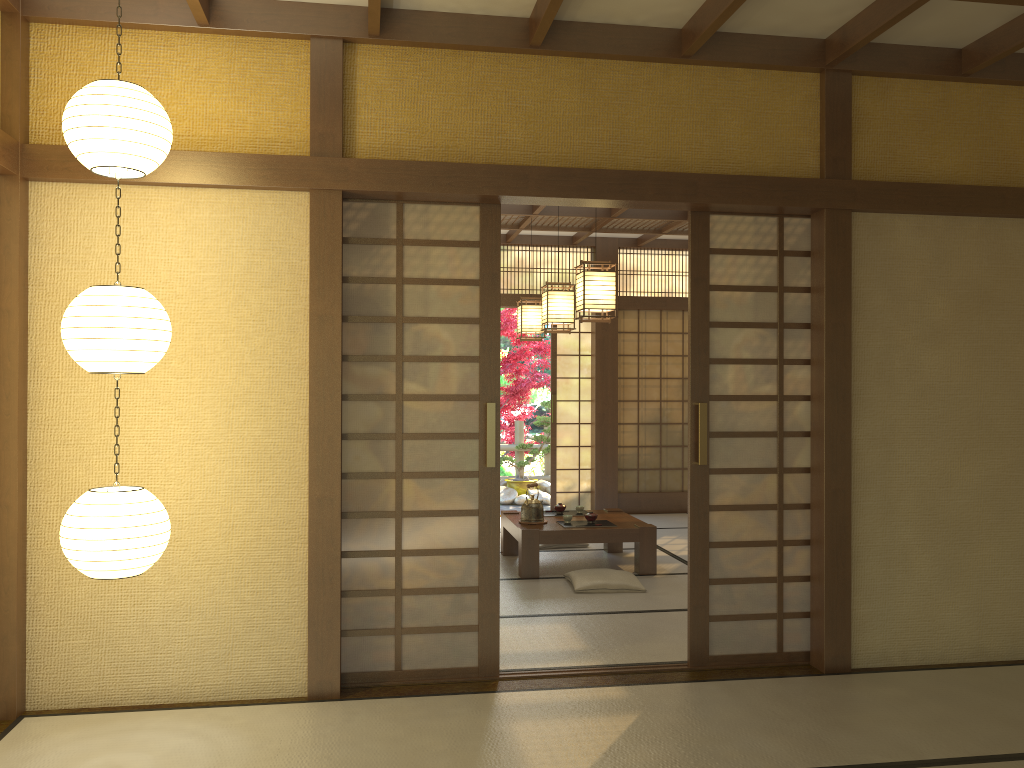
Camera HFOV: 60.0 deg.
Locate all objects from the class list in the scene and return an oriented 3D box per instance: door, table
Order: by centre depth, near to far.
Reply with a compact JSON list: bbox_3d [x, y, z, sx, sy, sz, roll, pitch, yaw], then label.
[{"bbox_3d":[-0.661,0.243,4.071,1.230,2.265,0.076,0,0,-9],"label":"door"},{"bbox_3d":[1.477,0.251,4.417,1.230,2.265,0.076,0,0,-9],"label":"door"},{"bbox_3d":[0.481,1.214,6.873,1.000,0.350,1.000,0,0,-9],"label":"table"},{"bbox_3d":[1.360,0.312,9.798,1.894,2.380,0.073,0,0,-9],"label":"door"}]

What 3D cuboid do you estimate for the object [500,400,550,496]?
[{"bbox_3d":[0.308,0.844,11.622,1.032,1.362,0.586,0,0,17],"label":"object"}]

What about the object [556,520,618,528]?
[{"bbox_3d":[0.554,1.044,6.620,0.400,0.007,0.300,0,0,-9],"label":"object"}]

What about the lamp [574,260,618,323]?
[{"bbox_3d":[0.547,-0.960,5.772,0.240,1.129,0.240,0,0,-9],"label":"lamp"}]

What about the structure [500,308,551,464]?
[{"bbox_3d":[-0.751,-0.333,12.940,3.412,4.004,3.045,0,0,23],"label":"structure"}]

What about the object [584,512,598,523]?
[{"bbox_3d":[0.592,0.998,6.638,0.100,0.080,0.100,0,0,-9],"label":"object"}]

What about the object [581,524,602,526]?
[{"bbox_3d":[0.563,1.036,6.503,0.200,0.008,0.008,0,0,-11],"label":"object"}]

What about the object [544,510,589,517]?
[{"bbox_3d":[0.429,1.047,7.174,0.400,0.007,0.300,0,0,-9],"label":"object"}]

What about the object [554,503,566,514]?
[{"bbox_3d":[0.387,1.000,7.139,0.100,0.080,0.100,0,0,-9],"label":"object"}]

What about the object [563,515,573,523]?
[{"bbox_3d":[0.418,1.015,6.661,0.074,0.052,0.073,0,0,34],"label":"object"}]

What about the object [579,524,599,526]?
[{"bbox_3d":[0.563,1.036,6.516,0.200,0.008,0.008,0,0,-16],"label":"object"}]

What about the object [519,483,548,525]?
[{"bbox_3d":[0.159,0.899,6.707,0.219,0.296,0.226,0,0,-14],"label":"object"}]

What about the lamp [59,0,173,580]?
[{"bbox_3d":[-1.404,-0.471,3.160,0.363,2.297,0.363,0,0,-9],"label":"lamp"}]

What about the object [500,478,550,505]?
[{"bbox_3d":[0.253,1.395,11.598,1.260,0.276,1.147,0,0,-13],"label":"object"}]

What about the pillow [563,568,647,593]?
[{"bbox_3d":[0.629,1.349,6.105,0.486,0.107,0.496,0,0,-5],"label":"pillow"}]

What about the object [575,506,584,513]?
[{"bbox_3d":[0.550,1.018,7.196,0.074,0.052,0.073,0,0,34],"label":"object"}]

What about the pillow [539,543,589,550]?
[{"bbox_3d":[0.367,1.357,7.723,0.496,0.107,0.486,0,0,-16],"label":"pillow"}]

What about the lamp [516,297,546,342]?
[{"bbox_3d":[0.174,-0.949,8.072,0.240,1.129,0.240,0,0,-9],"label":"lamp"}]

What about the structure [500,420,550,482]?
[{"bbox_3d":[0.161,1.057,12.240,7.456,1.136,0.245,0,0,-9],"label":"structure"}]

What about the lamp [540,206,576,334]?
[{"bbox_3d":[0.361,-0.954,6.922,0.240,1.129,0.240,0,0,-9],"label":"lamp"}]
